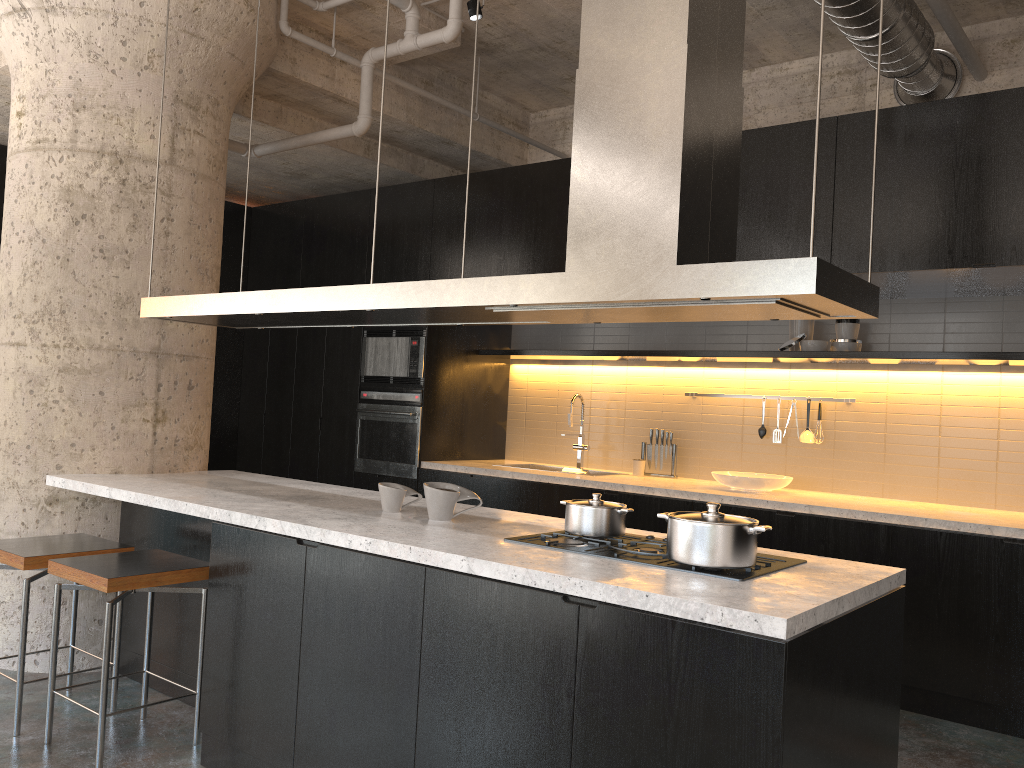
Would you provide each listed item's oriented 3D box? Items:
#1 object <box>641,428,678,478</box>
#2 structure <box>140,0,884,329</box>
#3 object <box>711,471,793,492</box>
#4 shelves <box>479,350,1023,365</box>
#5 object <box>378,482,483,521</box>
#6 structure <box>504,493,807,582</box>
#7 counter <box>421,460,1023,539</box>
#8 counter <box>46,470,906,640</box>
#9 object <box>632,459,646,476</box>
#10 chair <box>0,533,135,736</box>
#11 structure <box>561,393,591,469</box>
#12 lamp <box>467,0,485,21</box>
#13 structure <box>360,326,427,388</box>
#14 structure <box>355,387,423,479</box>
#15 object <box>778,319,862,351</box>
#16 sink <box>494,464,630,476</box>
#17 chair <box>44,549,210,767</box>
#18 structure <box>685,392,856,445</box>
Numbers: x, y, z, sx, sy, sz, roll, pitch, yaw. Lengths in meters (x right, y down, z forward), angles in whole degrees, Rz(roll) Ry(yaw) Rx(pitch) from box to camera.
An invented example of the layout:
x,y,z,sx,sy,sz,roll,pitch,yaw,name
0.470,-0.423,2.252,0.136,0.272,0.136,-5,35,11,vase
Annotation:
x,y,z,sx,sy,sz,roll,pitch,yaw,name
1.034,0.483,6.234,0.291,0.336,0.060,2,-2,32,object
-0.264,-1.289,3.367,3.117,2.100,0.538,2,-2,38,structure
1.486,0.611,5.505,0.490,0.093,0.490,2,-2,35,object
1.585,-0.178,5.758,4.362,0.043,0.403,2,-2,38,shelves
-0.325,0.436,3.378,0.437,0.133,0.188,2,-2,39,object
0.457,0.438,2.814,0.833,0.187,0.506,2,-2,38,structure
1.359,0.721,5.509,4.360,0.142,1.000,2,-2,38,counter
-0.470,0.519,3.420,3.500,0.046,1.000,2,-2,38,counter
0.887,0.584,6.212,0.092,0.117,0.092,3,-2,-13,object
-1.944,1.024,3.735,0.450,0.698,0.450,2,-2,38,chair
0.458,0.346,6.495,0.125,0.559,0.269,2,-2,38,structure
-0.176,-2.166,4.992,0.145,0.236,0.107,3,-2,21,lamp
-0.717,-0.188,6.906,0.659,0.450,0.612,2,-2,38,structure
-0.776,0.374,6.855,0.664,0.651,0.649,2,-2,38,structure
1.908,-0.309,5.493,0.462,0.240,0.334,2,-2,35,object
0.340,0.679,6.370,0.890,0.134,0.458,2,-2,38,sink
-1.487,1.042,3.440,0.450,0.698,0.450,2,-2,38,chair
1.669,0.231,5.872,1.171,0.315,0.074,2,-2,38,structure
